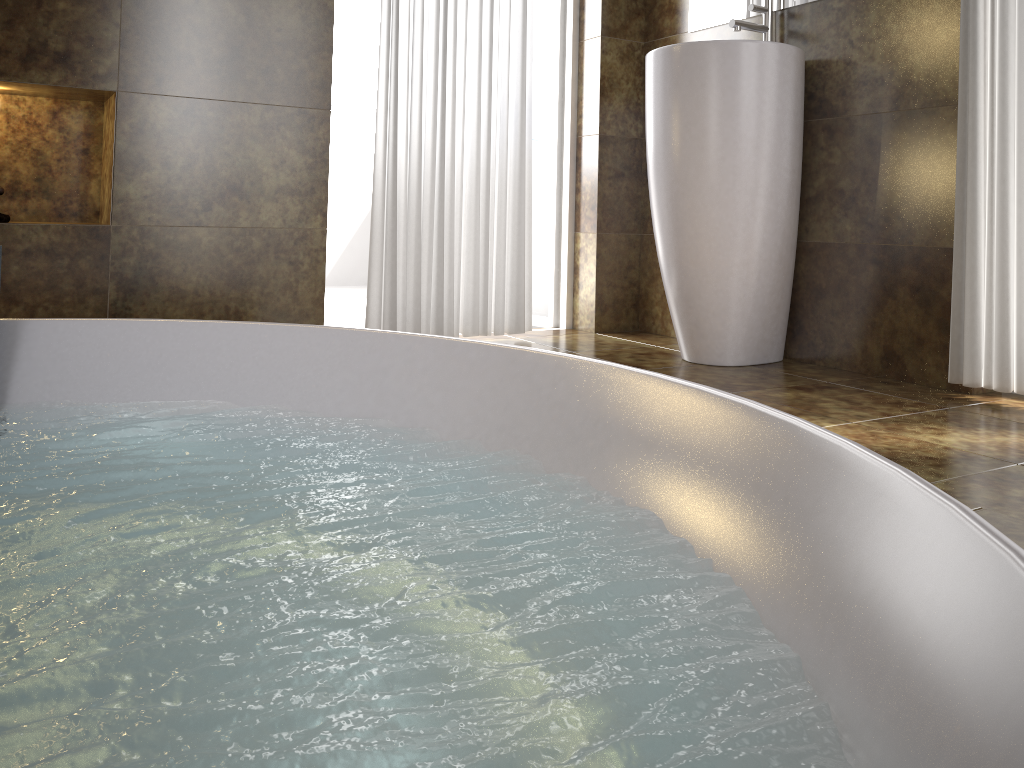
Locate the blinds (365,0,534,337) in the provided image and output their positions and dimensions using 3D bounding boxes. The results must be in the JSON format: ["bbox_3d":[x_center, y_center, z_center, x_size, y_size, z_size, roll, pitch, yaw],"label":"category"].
[{"bbox_3d":[-0.157,-1.272,2.791,0.601,2.260,0.067,2,-2,-31],"label":"blinds"}]

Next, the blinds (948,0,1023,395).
[{"bbox_3d":[1.234,-1.080,1.933,0.067,2.248,0.518,3,-2,-32],"label":"blinds"}]

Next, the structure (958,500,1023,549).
[{"bbox_3d":[-0.562,0.203,0.628,2.008,0.123,2.034,-5,12,-30],"label":"structure"}]

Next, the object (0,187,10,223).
[{"bbox_3d":[-1.360,-0.548,2.204,0.151,0.272,0.153,1,1,-31],"label":"object"}]

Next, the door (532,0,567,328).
[{"bbox_3d":[-0.114,-1.382,3.639,0.040,2.210,0.963,3,-1,-42],"label":"door"}]

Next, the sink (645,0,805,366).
[{"bbox_3d":[0.611,-0.631,2.550,0.437,1.128,0.459,2,0,-28],"label":"sink"}]

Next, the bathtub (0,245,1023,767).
[{"bbox_3d":[-0.563,0.195,0.629,1.749,0.517,1.779,1,10,0],"label":"bathtub"}]

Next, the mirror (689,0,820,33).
[{"bbox_3d":[0.830,-1.699,2.706,0.008,1.081,0.773,3,1,-31],"label":"mirror"}]
